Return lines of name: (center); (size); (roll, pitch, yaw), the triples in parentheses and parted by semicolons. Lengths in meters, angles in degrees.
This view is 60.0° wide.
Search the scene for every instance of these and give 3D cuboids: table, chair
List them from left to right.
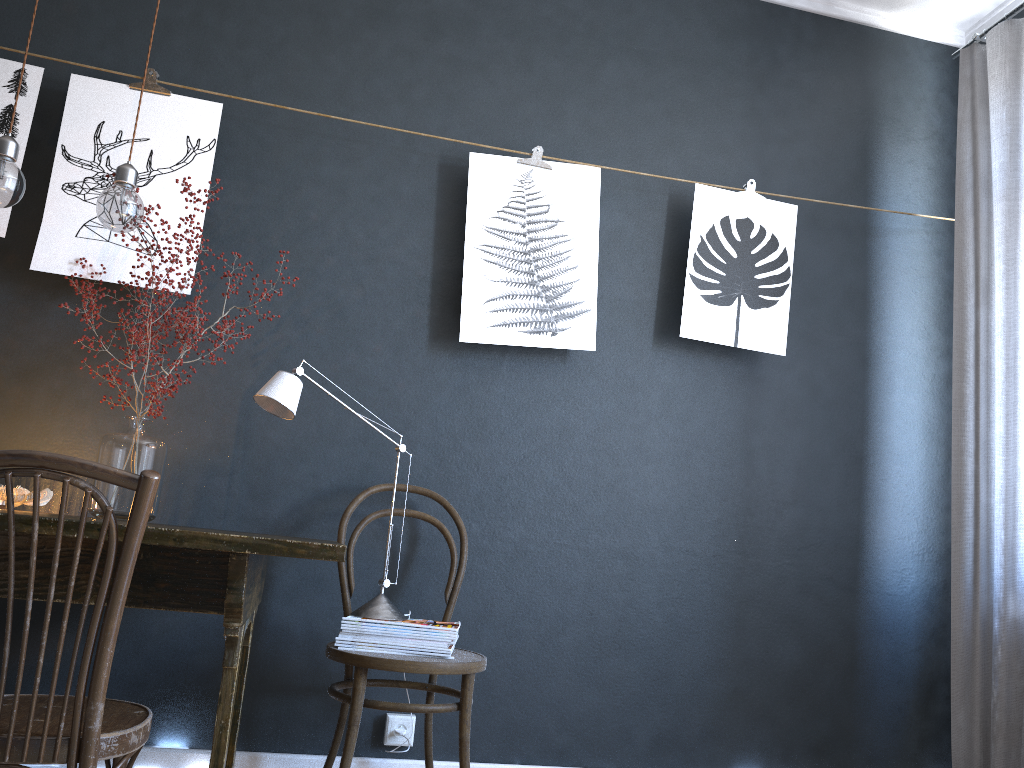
table: (-1.231, 0.631, 1.920); (1.605, 0.725, 1.129); (8, -11, -11)
chair: (-0.768, 0.534, 1.426); (0.363, 0.817, 0.468); (8, -10, -12)
chair: (-0.299, 0.728, 2.477); (0.438, 0.918, 0.550); (8, -10, -14)

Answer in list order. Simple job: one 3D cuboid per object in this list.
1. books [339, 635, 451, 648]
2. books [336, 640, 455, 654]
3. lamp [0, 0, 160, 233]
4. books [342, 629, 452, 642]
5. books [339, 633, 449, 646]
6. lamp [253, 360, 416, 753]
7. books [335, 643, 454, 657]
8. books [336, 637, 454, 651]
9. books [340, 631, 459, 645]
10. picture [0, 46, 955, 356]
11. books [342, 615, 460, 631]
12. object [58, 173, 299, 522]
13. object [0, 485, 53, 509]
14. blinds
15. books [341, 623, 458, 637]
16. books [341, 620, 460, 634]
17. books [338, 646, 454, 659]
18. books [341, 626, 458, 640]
books: (-0.313, 0.700, 2.443); (0.288, 0.008, 0.219); (5, -11, 2)
books: (-0.313, 0.712, 2.436); (0.304, 0.008, 0.219); (6, -11, 0)
lamp: (-1.105, -1.300, 1.631); (0.583, 1.570, 1.595); (2, -11, 19)
books: (-0.306, 0.685, 2.444); (0.288, 0.008, 0.219); (6, -11, 0)
books: (-0.312, 0.695, 2.445); (0.288, 0.008, 0.219); (5, -11, 2)
lamp: (-0.423, 0.516, 2.493); (0.242, 1.066, 0.802); (-1, -12, 32)
books: (-0.315, 0.720, 2.434); (0.305, 0.007, 0.219); (6, -11, 0)
books: (-0.314, 0.704, 2.436); (0.305, 0.013, 0.219); (6, -11, 0)
books: (-0.303, 0.690, 2.446); (0.304, 0.006, 0.219); (6, -11, 0)
picture: (-0.389, -0.553, 2.892); (4.459, 0.769, 0.058); (8, -10, -12)
books: (-0.299, 0.656, 2.452); (0.305, 0.013, 0.219); (6, -11, 0)
object: (-1.034, -0.076, 2.541); (0.557, 0.928, 0.639); (14, -13, -40)
object: (-1.356, 0.292, 2.339); (0.254, 0.072, 0.253); (7, -11, -5)
blinds: (2.075, -0.228, 1.275); (0.312, 2.781, 4.002); (8, -11, -11)
books: (-0.302, 0.671, 2.447); (0.304, 0.008, 0.219); (6, -11, -1)
books: (-0.301, 0.665, 2.452); (0.304, 0.008, 0.219); (6, -11, 0)
books: (-0.314, 0.727, 2.433); (0.304, 0.008, 0.219); (6, -11, -5)
books: (-0.302, 0.677, 2.443); (0.304, 0.008, 0.219); (6, -11, -1)
